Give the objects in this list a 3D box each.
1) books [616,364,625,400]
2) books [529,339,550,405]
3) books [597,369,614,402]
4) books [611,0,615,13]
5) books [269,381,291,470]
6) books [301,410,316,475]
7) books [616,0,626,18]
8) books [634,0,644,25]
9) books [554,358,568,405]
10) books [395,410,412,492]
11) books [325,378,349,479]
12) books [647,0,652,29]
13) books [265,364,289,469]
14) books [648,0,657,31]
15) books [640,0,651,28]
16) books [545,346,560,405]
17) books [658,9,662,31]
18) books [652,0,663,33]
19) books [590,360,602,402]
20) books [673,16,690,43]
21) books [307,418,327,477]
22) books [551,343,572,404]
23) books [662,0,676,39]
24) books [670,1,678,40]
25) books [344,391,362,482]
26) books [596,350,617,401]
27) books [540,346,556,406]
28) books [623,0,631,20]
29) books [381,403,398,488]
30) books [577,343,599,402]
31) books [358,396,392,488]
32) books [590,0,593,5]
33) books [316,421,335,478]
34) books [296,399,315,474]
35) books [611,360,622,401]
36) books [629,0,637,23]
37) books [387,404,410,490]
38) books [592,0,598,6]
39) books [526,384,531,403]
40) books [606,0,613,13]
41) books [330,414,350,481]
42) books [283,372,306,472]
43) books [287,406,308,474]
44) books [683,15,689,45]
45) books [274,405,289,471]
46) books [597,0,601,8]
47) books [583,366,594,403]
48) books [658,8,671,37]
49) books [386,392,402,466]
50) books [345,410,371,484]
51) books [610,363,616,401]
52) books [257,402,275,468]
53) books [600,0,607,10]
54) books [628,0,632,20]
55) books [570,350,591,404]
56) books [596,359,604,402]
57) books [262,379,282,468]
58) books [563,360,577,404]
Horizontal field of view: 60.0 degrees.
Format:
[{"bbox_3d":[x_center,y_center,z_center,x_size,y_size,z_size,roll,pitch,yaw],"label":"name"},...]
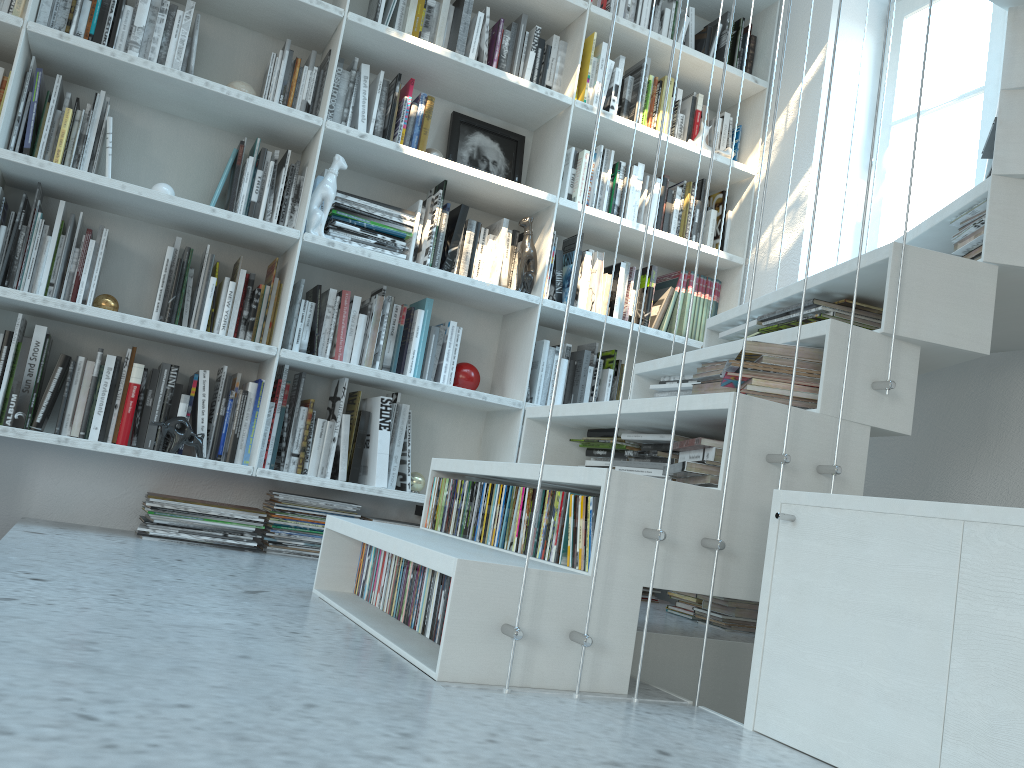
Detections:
[{"bbox_3d":[0.371,0.046,3.419,0.013,0.239,0.166,13,-8,-24],"label":"books"},{"bbox_3d":[0.072,-0.031,3.265,0.024,0.251,0.175,13,-8,-24],"label":"books"},{"bbox_3d":[0.319,0.050,3.377,0.021,0.205,0.174,13,-8,-24],"label":"books"},{"bbox_3d":[0.355,-1.446,3.461,0.022,0.228,0.175,13,-8,-24],"label":"books"},{"bbox_3d":[-0.767,0.135,2.884,0.015,0.286,0.138,13,-8,-24],"label":"books"},{"bbox_3d":[-0.681,0.193,2.921,0.025,0.210,0.137,13,-8,-24],"label":"books"},{"bbox_3d":[0.384,-1.446,3.483,0.023,0.243,0.182,13,-8,-24],"label":"books"},{"bbox_3d":[0.460,-1.435,3.525,0.022,0.258,0.163,13,-8,-24],"label":"books"},{"bbox_3d":[0.142,0.012,3.300,0.029,0.201,0.172,13,-8,-24],"label":"books"},{"bbox_3d":[-0.378,0.229,3.057,0.062,0.273,0.148,13,-8,-24],"label":"books"},{"bbox_3d":[-0.601,0.147,2.950,0.014,0.333,0.169,13,-8,-24],"label":"books"},{"bbox_3d":[0.499,-1.415,3.541,0.011,0.236,0.148,13,-8,-24],"label":"books"},{"bbox_3d":[-0.774,0.107,2.878,0.014,0.337,0.132,13,-8,-24],"label":"books"},{"bbox_3d":[0.513,-1.417,3.559,0.027,0.249,0.154,13,-8,-24],"label":"books"},{"bbox_3d":[0.483,-1.432,3.537,0.029,0.264,0.179,13,-8,-24],"label":"books"},{"bbox_3d":[0.120,-0.013,3.297,0.022,0.241,0.151,13,-8,-24],"label":"books"},{"bbox_3d":[0.548,-1.396,3.584,0.014,0.225,0.133,13,-8,-24],"label":"books"},{"bbox_3d":[0.539,-1.406,3.561,0.025,0.236,0.143,13,-8,-24],"label":"books"},{"bbox_3d":[0.277,0.029,3.371,0.014,0.230,0.172,13,-8,-24],"label":"books"},{"bbox_3d":[0.640,-1.370,3.609,0.057,0.211,0.163,13,-8,-24],"label":"books"},{"bbox_3d":[-0.659,0.210,2.932,0.030,0.187,0.140,13,-8,-24],"label":"books"},{"bbox_3d":[0.163,-0.014,3.332,0.024,0.267,0.133,13,-8,-24],"label":"books"},{"bbox_3d":[0.599,-1.415,3.601,0.012,0.284,0.159,13,-8,-24],"label":"books"},{"bbox_3d":[0.611,-1.402,3.601,0.015,0.263,0.143,13,-8,-24],"label":"books"},{"bbox_3d":[-0.556,0.176,2.994,0.010,0.304,0.131,13,-8,-24],"label":"books"},{"bbox_3d":[0.336,0.015,3.396,0.011,0.284,0.161,13,-8,-24],"label":"books"},{"bbox_3d":[0.094,-0.016,3.284,0.037,0.235,0.153,13,-8,-24],"label":"books"},{"bbox_3d":[0.415,-1.470,3.500,0.012,0.305,0.184,13,-8,-24],"label":"books"},{"bbox_3d":[-0.446,0.209,3.034,0.012,0.284,0.159,13,-8,-24],"label":"books"},{"bbox_3d":[0.268,-0.006,3.375,0.013,0.296,0.141,13,-8,-24],"label":"books"},{"bbox_3d":[-0.466,0.194,2.968,0.075,0.291,0.255,13,-8,-24],"label":"books"},{"bbox_3d":[0.274,-1.507,3.426,0.011,0.313,0.172,13,-8,-24],"label":"books"},{"bbox_3d":[-0.632,0.216,2.936,0.024,0.185,0.149,13,-8,-24],"label":"books"},{"bbox_3d":[-0.692,0.172,2.905,0.015,0.243,0.156,13,-8,-24],"label":"books"},{"bbox_3d":[0.359,0.037,3.418,0.012,0.253,0.161,13,-8,-24],"label":"books"},{"bbox_3d":[0.438,-1.448,3.520,0.027,0.275,0.148,13,-8,-24],"label":"books"},{"bbox_3d":[-0.411,0.213,3.032,0.025,0.287,0.160,13,-8,-24],"label":"books"},{"bbox_3d":[0.288,-1.483,3.447,0.022,0.275,0.160,13,-8,-24],"label":"books"},{"bbox_3d":[0.018,-0.052,3.258,0.085,0.278,0.159,13,-8,-24],"label":"books"},{"bbox_3d":[0.344,-1.469,3.454,0.012,0.268,0.184,13,-8,-24],"label":"books"},{"bbox_3d":[-0.581,0.211,2.956,0.052,0.217,0.184,13,-8,-24],"label":"books"},{"bbox_3d":[-0.727,0.125,2.914,0.013,0.326,0.130,13,-8,-24],"label":"books"},{"bbox_3d":[-0.715,0.183,2.905,0.023,0.214,0.163,13,-8,-24],"label":"books"},{"bbox_3d":[0.666,-1.374,3.636,0.010,0.235,0.131,13,-8,-24],"label":"books"},{"bbox_3d":[-0.756,0.176,2.899,0.033,0.213,0.140,13,-8,-24],"label":"books"},{"bbox_3d":[0.300,-1.452,3.463,0.025,0.222,0.137,13,-8,-24],"label":"books"},{"bbox_3d":[0.242,0.037,3.361,0.027,0.200,0.164,13,-8,-24],"label":"books"},{"bbox_3d":[0.571,-1.383,3.579,0.026,0.207,0.163,13,-8,-24],"label":"books"},{"bbox_3d":[-0.434,0.192,3.046,0.012,0.325,0.136,13,-8,-24],"label":"books"},{"bbox_3d":[-0.535,0.211,2.982,0.031,0.239,0.171,13,-8,-24],"label":"books"},{"bbox_3d":[0.340,0.040,3.405,0.014,0.237,0.146,13,-8,-24],"label":"books"},{"bbox_3d":[-0.808,0.162,2.843,0.027,0.208,0.164,13,-8,-24],"label":"books"},{"bbox_3d":[0.329,-1.480,3.461,0.013,0.286,0.150,13,-8,-24],"label":"books"},{"bbox_3d":[0.419,-1.445,3.510,0.014,0.260,0.167,13,-8,-24],"label":"books"},{"bbox_3d":[0.221,0.004,3.322,0.027,0.248,0.184,13,-8,-24],"label":"books"},{"bbox_3d":[0.289,0.028,3.395,0.027,0.242,0.131,13,-8,-24],"label":"books"},{"bbox_3d":[-0.792,0.129,2.874,0.012,0.286,0.158,13,-8,-24],"label":"books"},{"bbox_3d":[0.183,0.020,3.332,0.025,0.208,0.149,13,-8,-24],"label":"books"}]
